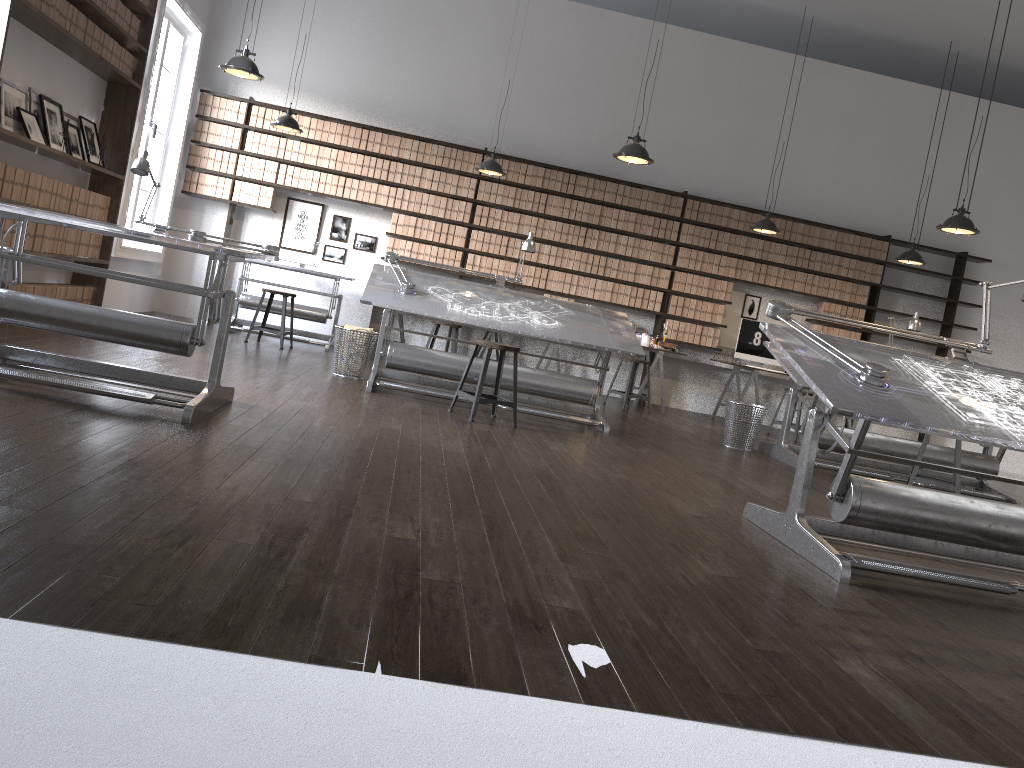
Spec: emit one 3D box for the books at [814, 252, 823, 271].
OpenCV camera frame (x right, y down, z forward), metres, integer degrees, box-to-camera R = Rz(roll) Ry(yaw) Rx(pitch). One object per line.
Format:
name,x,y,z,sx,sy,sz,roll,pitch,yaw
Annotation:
books,3.525,-1.416,10.291,0.066,0.225,0.175,11,3,-7

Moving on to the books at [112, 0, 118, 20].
books,-3.249,-2.980,7.037,0.174,0.225,0.067,11,2,-6

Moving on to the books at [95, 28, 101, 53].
books,-3.289,-2.654,6.840,0.174,0.225,0.067,11,2,-6

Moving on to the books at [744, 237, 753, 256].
books,2.695,-1.572,10.201,0.066,0.225,0.175,11,3,-7

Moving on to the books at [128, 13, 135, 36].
books,-3.288,-3.021,7.456,0.174,0.225,0.067,11,2,-6

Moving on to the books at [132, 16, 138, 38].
books,-3.301,-3.029,7.529,0.174,0.225,0.067,11,2,-6

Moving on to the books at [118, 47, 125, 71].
books,-3.342,-2.708,7.387,0.174,0.225,0.067,11,2,-6

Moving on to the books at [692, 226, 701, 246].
books,2.086,-1.686,10.128,0.067,0.225,0.175,11,3,-7

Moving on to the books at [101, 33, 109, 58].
books,-3.298,-2.666,6.978,0.174,0.225,0.067,11,2,-6

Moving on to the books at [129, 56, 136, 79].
books,-3.372,-2.735,7.657,0.174,0.225,0.067,11,2,-6

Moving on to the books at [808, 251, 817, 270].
books,3.455,-1.430,10.288,0.066,0.225,0.175,11,3,-7

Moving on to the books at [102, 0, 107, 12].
books,-3.228,-2.959,6.832,0.174,0.225,0.067,11,2,-6

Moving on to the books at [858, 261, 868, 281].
books,4.062,-1.316,10.356,0.066,0.225,0.175,11,3,-7

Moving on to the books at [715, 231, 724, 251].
books,2.357,-1.636,10.165,0.066,0.225,0.175,11,3,-7

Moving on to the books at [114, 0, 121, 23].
books,-3.251,-2.985,7.104,0.174,0.225,0.067,11,2,-6

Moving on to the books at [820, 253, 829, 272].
books,3.593,-1.404,10.303,0.066,0.225,0.175,11,3,-7

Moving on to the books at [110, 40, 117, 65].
books,-3.319,-2.687,7.178,0.174,0.225,0.067,11,2,-6

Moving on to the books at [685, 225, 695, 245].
books,2.015,-1.699,10.120,0.066,0.225,0.175,11,3,-7

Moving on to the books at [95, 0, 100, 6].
books,-3.209,-2.944,6.694,0.174,0.225,0.067,11,2,-6

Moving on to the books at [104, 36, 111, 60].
books,-3.309,-2.674,7.044,0.174,0.225,0.067,11,2,-6

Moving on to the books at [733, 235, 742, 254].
books,2.564,-1.597,10.188,0.066,0.225,0.175,11,3,-7

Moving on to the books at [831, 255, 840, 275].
books,3.729,-1.378,10.312,0.067,0.225,0.175,11,3,-7

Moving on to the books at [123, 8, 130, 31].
books,-3.274,-3.006,7.311,0.174,0.225,0.067,11,2,-6

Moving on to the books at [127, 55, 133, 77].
books,-3.364,-2.728,7.587,0.174,0.225,0.067,11,2,-6

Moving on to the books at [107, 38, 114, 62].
books,-3.314,-2.680,7.106,0.174,0.225,0.067,11,2,-6

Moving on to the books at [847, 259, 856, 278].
books,3.926,-1.341,10.335,0.067,0.225,0.175,11,3,-7

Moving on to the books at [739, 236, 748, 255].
books,2.631,-1.584,10.189,0.067,0.225,0.175,11,3,-7

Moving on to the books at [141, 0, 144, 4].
books,-3.242,-3.346,7.586,0.174,0.225,0.067,11,2,-6

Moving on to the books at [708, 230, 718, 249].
books,2.284,-1.649,10.152,0.067,0.225,0.175,11,3,-7

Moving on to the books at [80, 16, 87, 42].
books,-3.260,-2.625,6.550,0.174,0.225,0.067,11,2,-6

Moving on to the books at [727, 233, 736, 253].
books,2.495,-1.610,10.180,0.066,0.225,0.175,11,3,-7

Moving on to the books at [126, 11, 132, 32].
books,-3.286,-3.014,7.381,0.174,0.225,0.067,11,2,-6

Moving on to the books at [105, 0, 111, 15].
books,-3.232,-2.966,6.903,0.174,0.225,0.067,11,2,-6

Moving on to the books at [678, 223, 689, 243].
books,1.944,-1.713,10.116,0.066,0.225,0.175,11,3,-7

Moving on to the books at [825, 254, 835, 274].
books,3.663,-1.391,10.310,0.066,0.225,0.175,11,3,-7

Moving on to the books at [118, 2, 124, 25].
books,-3.264,-2.993,7.170,0.174,0.225,0.067,11,2,-6

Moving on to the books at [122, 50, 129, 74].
books,-3.347,-2.714,7.459,0.174,0.225,0.067,11,2,-6

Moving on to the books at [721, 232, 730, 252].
books,2.426,-1.622,10.168,0.066,0.225,0.175,11,3,-7

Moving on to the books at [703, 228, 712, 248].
books,2.211,-1.663,10.149,0.066,0.225,0.175,11,3,-7

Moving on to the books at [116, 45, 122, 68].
books,-3.339,-2.702,7.317,0.174,0.225,0.067,11,2,-6

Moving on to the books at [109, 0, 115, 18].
books,-3.241,-2.973,6.974,0.174,0.225,0.067,11,2,-6

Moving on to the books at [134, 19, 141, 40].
books,-3.306,-3.036,7.605,0.174,0.225,0.067,11,2,-6

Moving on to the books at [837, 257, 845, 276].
books,3.794,-1.366,10.324,0.066,0.225,0.175,11,3,-7

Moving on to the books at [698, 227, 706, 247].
books,2.147,-1.675,10.139,0.066,0.225,0.175,11,3,-7

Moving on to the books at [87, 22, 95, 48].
books,-3.275,-2.640,6.698,0.174,0.225,0.067,11,2,-6

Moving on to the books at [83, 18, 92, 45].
books,-3.262,-2.632,6.625,0.174,0.225,0.067,11,2,-6

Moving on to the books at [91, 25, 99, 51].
books,-3.278,-2.646,6.770,0.174,0.225,0.067,11,2,-6

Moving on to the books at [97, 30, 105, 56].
books,-3.296,-2.661,6.910,0.174,0.225,0.067,11,2,-6

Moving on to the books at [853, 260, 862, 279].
books,3.994,-1.328,10.346,0.066,0.225,0.175,11,3,-7

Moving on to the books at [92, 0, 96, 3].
books,-3.207,-2.939,6.627,0.174,0.225,0.067,11,2,-6

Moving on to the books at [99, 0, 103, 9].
books,-3.223,-2.953,6.763,0.174,0.225,0.067,11,2,-6

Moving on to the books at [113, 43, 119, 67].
books,-3.330,-2.694,7.248,0.174,0.225,0.067,11,2,-6

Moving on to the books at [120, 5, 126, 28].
books,-3.271,-3.000,7.240,0.174,0.225,0.067,11,2,-6

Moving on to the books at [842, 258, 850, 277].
books,3.855,-1.354,10.329,0.066,0.225,0.175,11,3,-7

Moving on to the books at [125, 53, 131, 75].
books,-3.353,-2.721,7.525,0.174,0.225,0.067,11,2,-6
